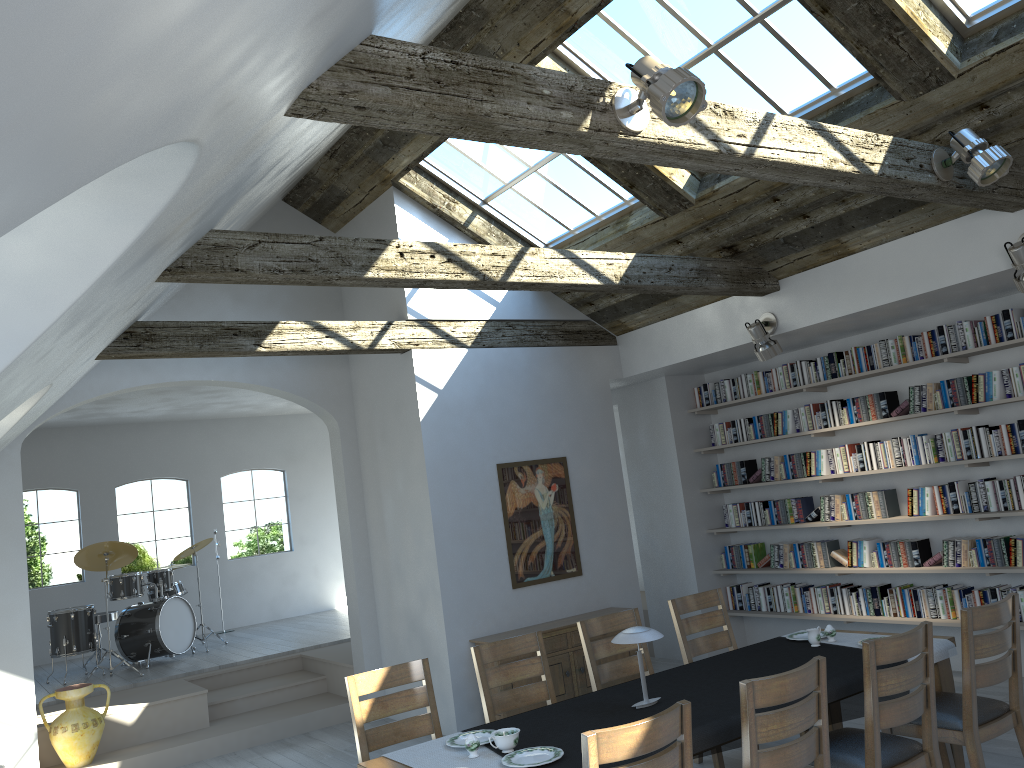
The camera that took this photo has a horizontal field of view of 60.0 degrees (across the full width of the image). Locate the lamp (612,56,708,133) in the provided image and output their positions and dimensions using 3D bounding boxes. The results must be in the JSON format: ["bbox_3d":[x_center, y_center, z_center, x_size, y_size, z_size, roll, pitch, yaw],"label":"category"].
[{"bbox_3d":[0.558,-1.096,3.320,0.233,0.311,0.354,-3,-9,-34],"label":"lamp"}]

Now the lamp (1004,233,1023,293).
[{"bbox_3d":[3.062,-0.727,5.266,0.265,0.386,0.235,-6,-7,-12],"label":"lamp"}]

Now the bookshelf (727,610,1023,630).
[{"bbox_3d":[4.258,1.543,5.450,0.315,0.070,7.825,-3,-9,-34],"label":"bookshelf"}]

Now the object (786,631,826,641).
[{"bbox_3d":[1.750,1.491,5.237,0.250,0.017,0.253,-3,-9,-34],"label":"object"}]

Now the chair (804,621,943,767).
[{"bbox_3d":[1.590,1.603,3.964,0.514,1.006,0.605,-3,-9,-34],"label":"chair"}]

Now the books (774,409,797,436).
[{"bbox_3d":[2.519,0.351,8.069,0.189,0.228,0.249,-3,-9,-34],"label":"books"}]

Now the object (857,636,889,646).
[{"bbox_3d":[2.006,1.402,4.809,0.250,0.017,0.253,-3,-9,-34],"label":"object"}]

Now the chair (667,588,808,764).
[{"bbox_3d":[1.411,1.835,5.588,0.514,1.006,0.605,-3,-9,-34],"label":"chair"}]

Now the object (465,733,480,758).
[{"bbox_3d":[-0.166,1.511,3.713,0.064,0.092,0.064,-6,-8,-15],"label":"object"}]

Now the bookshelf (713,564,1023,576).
[{"bbox_3d":[4.207,1.154,5.500,0.315,0.070,7.825,-3,-9,-34],"label":"bookshelf"}]

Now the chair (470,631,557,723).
[{"bbox_3d":[0.173,1.892,4.760,0.514,1.006,0.605,-3,-9,-34],"label":"chair"}]

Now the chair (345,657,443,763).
[{"bbox_3d":[-0.446,1.921,4.346,0.514,1.006,0.605,-3,-9,-34],"label":"chair"}]

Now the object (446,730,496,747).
[{"bbox_3d":[-0.168,1.578,3.934,0.250,0.017,0.253,-3,-9,-34],"label":"object"}]

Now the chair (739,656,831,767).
[{"bbox_3d":[0.971,1.631,3.550,0.514,1.006,0.605,-3,-9,-34],"label":"chair"}]

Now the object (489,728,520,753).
[{"bbox_3d":[-0.023,1.498,3.714,0.124,0.081,0.130,-9,-7,8],"label":"object"}]

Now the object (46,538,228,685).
[{"bbox_3d":[-4.330,2.444,9.914,1.465,1.383,2.354,-9,-7,10],"label":"object"}]

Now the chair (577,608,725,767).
[{"bbox_3d":[0.792,1.864,5.174,0.514,1.006,0.605,-3,-9,-34],"label":"chair"}]

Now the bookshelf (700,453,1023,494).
[{"bbox_3d":[4.104,0.377,5.600,0.315,0.070,7.825,-3,-9,-34],"label":"bookshelf"}]

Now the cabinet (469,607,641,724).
[{"bbox_3d":[0.412,2.333,7.291,1.481,0.714,0.383,-3,-9,-34],"label":"cabinet"}]

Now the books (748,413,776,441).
[{"bbox_3d":[2.374,0.400,8.292,0.209,0.220,0.278,-2,-9,-35],"label":"books"}]

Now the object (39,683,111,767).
[{"bbox_3d":[-3.441,2.705,7.014,0.396,0.605,0.402,-9,-7,13],"label":"object"}]

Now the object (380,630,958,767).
[{"bbox_3d":[0.875,1.541,4.328,2.872,0.077,1.050,-3,-9,-34],"label":"object"}]

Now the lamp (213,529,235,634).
[{"bbox_3d":[-3.975,2.664,12.031,0.232,1.383,0.238,-3,-9,-34],"label":"lamp"}]

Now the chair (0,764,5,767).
[{"bbox_3d":[-3.753,2.473,5.791,0.655,1.159,0.552,-6,-7,-9],"label":"chair"}]

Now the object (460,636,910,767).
[{"bbox_3d":[0.887,1.612,4.324,2.456,0.227,1.073,-3,-9,-33],"label":"object"}]

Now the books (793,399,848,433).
[{"bbox_3d":[2.724,0.280,7.761,0.214,0.237,0.490,-3,-9,-34],"label":"books"}]

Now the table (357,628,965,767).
[{"bbox_3d":[0.906,1.869,4.273,3.078,0.737,0.939,-3,-9,-34],"label":"table"}]

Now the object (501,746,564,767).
[{"bbox_3d":[0.083,1.494,3.540,0.250,0.017,0.253,-3,-9,-34],"label":"object"}]

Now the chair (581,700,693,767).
[{"bbox_3d":[0.352,1.660,3.136,0.514,1.006,0.605,-3,-9,-34],"label":"chair"}]

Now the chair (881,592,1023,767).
[{"bbox_3d":[2.209,1.574,4.378,0.514,1.006,0.605,-3,-9,-34],"label":"chair"}]

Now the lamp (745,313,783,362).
[{"bbox_3d":[1.960,-0.367,6.937,0.265,0.386,0.235,-6,-7,-12],"label":"lamp"}]

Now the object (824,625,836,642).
[{"bbox_3d":[1.820,1.422,5.069,0.064,0.092,0.064,-12,-9,33],"label":"object"}]

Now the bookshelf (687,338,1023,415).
[{"bbox_3d":[4.001,-0.401,5.699,0.315,0.070,7.825,-3,-9,-34],"label":"bookshelf"}]

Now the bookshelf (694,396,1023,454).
[{"bbox_3d":[4.052,-0.012,5.649,0.315,0.070,7.825,-3,-9,-34],"label":"bookshelf"}]

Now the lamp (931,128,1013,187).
[{"bbox_3d":[2.357,-1.159,4.526,0.233,0.323,0.343,-3,-9,-34],"label":"lamp"}]

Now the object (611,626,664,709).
[{"bbox_3d":[0.611,1.331,4.191,0.251,0.362,0.251,-6,-7,-11],"label":"object"}]

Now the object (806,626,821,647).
[{"bbox_3d":[1.706,1.426,5.005,0.071,0.098,0.100,-11,-8,25],"label":"object"}]

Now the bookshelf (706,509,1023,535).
[{"bbox_3d":[4.155,0.766,5.550,0.315,0.070,7.825,-3,-9,-34],"label":"bookshelf"}]

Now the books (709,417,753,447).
[{"bbox_3d":[2.165,0.470,8.610,0.214,0.220,0.490,-3,-9,-34],"label":"books"}]
